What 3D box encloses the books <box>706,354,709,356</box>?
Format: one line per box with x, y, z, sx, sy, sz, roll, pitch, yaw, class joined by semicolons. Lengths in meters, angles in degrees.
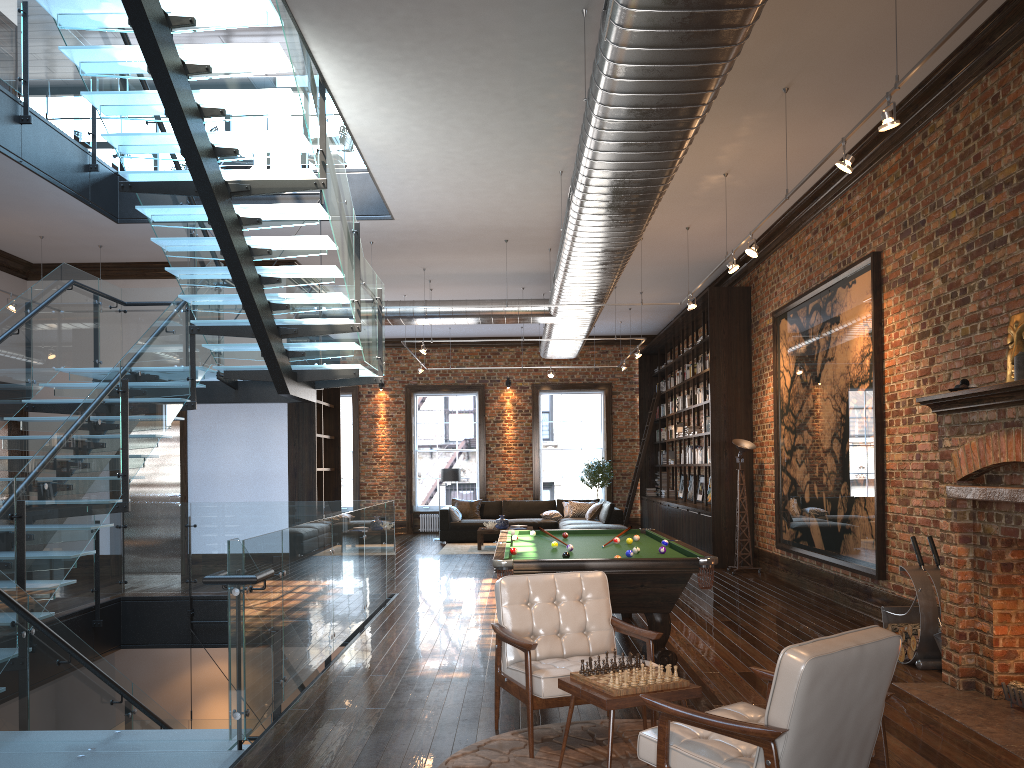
3.332;-0.336;14.906;0.133;0.321;0.009;-1;-1;0;books

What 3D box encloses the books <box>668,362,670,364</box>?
3.324;-0.426;18.435;0.205;0.024;0.249;-1;-5;4;books

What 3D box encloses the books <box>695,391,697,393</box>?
3.307;0.260;15.609;0.179;0.274;0.098;-1;-1;0;books

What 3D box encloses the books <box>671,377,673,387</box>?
3.332;-0.005;18.051;0.178;0.254;0.036;-1;-1;0;books

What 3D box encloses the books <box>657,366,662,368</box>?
3.336;-0.373;19.776;0.189;0.008;0.345;-1;-5;5;books

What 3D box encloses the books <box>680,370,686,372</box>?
3.317;-0.118;17.037;0.176;0.288;0.030;-1;-1;0;books

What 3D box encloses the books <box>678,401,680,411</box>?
3.329;0.443;17.237;0.182;0.217;0.034;-1;-1;0;books

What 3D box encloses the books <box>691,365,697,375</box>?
3.306;-0.212;15.855;0.191;0.254;0.062;-1;-1;0;books

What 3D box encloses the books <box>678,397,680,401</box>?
3.326;0.402;17.314;0.183;0.313;0.013;-1;-1;0;books

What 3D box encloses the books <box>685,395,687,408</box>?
3.311;0.341;16.509;0.190;0.284;0.013;-1;-1;0;books

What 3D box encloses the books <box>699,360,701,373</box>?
3.293;-0.278;15.173;0.185;0.258;0.032;-1;-1;0;books

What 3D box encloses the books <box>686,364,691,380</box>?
3.310;-0.197;16.399;0.186;0.328;0.069;-1;-1;0;books

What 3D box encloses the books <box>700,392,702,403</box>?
3.303;0.248;15.133;0.181;0.209;0.024;-1;-1;0;books

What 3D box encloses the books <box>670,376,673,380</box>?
3.322;-0.021;18.109;0.163;0.297;0.029;-1;-1;0;books

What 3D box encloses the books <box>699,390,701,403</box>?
3.316;0.239;15.351;0.166;0.268;0.011;-1;-1;0;books

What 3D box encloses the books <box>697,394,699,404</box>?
3.307;0.274;15.401;0.181;0.207;0.030;-1;-1;0;books

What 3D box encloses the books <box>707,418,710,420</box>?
3.319;0.691;14.690;0.158;0.245;0.013;-1;-1;0;books

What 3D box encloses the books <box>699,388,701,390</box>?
3.317;0.221;15.365;0.152;0.306;0.016;-1;-1;0;books

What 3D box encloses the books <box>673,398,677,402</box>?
3.328;0.448;17.812;0.171;0.314;0.014;-1;-1;0;books

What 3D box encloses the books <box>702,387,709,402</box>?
3.303;0.195;14.975;0.183;0.285;0.034;-1;-1;0;books

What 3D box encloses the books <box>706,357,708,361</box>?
3.298;-0.317;14.874;0.180;0.278;0.009;-1;-1;0;books

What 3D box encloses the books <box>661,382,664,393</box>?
3.305;0.087;19.014;0.235;0.252;0.028;-1;-1;0;books

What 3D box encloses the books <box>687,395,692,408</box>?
3.303;0.323;16.056;0.272;0.240;0.083;-1;-1;0;books

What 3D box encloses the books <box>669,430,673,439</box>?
3.317;1.026;18.006;0.236;0.202;0.046;-1;-1;0;books

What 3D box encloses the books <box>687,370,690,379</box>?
3.297;-0.152;16.221;0.193;0.202;0.027;-1;-1;0;books

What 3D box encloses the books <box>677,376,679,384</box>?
3.307;-0.054;17.238;0.187;0.200;0.030;-1;-1;0;books

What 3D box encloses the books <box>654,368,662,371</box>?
3.320;-0.323;19.775;0.230;0.015;0.313;0;-5;-3;books

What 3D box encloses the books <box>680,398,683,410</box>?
3.315;0.400;16.946;0.191;0.249;0.024;-1;-1;0;books

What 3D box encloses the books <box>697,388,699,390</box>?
3.329;0.236;15.621;0.143;0.323;0.116;-1;-1;0;books

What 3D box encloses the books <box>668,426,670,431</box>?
3.335;1.024;18.421;0.185;0.285;0.036;-1;-1;0;books

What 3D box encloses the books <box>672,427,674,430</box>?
3.342;0.999;18.050;0.177;0.263;0.042;-1;-1;0;books

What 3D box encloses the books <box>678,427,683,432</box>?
3.350;0.965;17.513;0.147;0.232;0.036;-1;-1;0;books

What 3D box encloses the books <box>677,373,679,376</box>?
3.315;-0.082;17.301;0.192;0.266;0.016;-1;-1;0;books

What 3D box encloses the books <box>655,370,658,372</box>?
3.330;-0.294;19.775;0.226;0.011;0.270;-1;-5;-1;books

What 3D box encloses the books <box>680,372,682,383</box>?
3.316;-0.105;16.983;0.185;0.253;0.030;-1;-1;0;books

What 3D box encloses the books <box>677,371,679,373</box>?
3.333;-0.094;17.432;0.166;0.315;0.016;-1;-1;0;books

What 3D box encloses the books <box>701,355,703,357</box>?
3.307;-0.327;15.034;0.183;0.329;0.008;-1;-1;0;books

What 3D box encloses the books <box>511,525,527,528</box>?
0.127;2.613;16.286;0.205;0.028;0.262;-4;-6;33;books

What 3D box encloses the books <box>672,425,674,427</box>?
3.345;0.990;18.084;0.169;0.289;0.026;-1;-1;0;books

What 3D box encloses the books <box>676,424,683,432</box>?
3.332;0.942;17.566;0.189;0.287;0.013;-1;-1;0;books

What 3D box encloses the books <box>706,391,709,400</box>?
3.315;0.222;14.867;0.182;0.218;0.051;-1;-1;0;books

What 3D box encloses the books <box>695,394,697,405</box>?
3.302;0.286;15.530;0.223;0.209;0.065;-1;-1;0;books

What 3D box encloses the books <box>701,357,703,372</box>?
3.290;-0.313;15.022;0.183;0.299;0.018;-1;-1;0;books

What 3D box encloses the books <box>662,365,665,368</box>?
3.316;-0.371;18.828;0.229;0.033;0.274;-1;-5;4;books

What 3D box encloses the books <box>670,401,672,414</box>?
3.336;0.499;18.167;0.174;0.282;0.113;-1;-1;0;books

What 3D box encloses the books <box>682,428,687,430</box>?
3.290;0.838;16.522;0.207;0.008;0.329;-1;-5;5;books

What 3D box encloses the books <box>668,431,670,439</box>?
3.332;1.065;18.385;0.192;0.195;0.034;-1;-1;0;books

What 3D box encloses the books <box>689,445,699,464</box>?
3.344;1.296;16.268;0.183;0.335;0.015;-1;-1;0;books

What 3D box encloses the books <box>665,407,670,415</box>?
3.331;0.588;18.721;0.185;0.210;0.069;-1;-1;0;books

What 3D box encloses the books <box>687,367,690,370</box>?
3.303;-0.183;16.254;0.180;0.270;0.011;-1;-1;0;books

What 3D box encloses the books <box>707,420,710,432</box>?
3.308;0.698;14.634;0.184;0.221;0.033;-1;-1;0;books

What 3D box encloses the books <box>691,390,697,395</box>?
3.327;0.279;16.117;0.155;0.334;0.014;-1;-1;0;books

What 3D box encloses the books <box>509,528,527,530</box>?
0.106;2.608;15.946;0.262;0.024;0.206;2;-6;-22;books

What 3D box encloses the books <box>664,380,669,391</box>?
3.319;0.053;18.801;0.190;0.279;0.017;-1;-1;0;books

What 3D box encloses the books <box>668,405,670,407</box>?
3.338;0.570;18.741;0.166;0.249;0.079;-1;-1;0;books

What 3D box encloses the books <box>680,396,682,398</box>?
3.328;0.389;17.117;0.175;0.302;0.067;-1;-1;0;books

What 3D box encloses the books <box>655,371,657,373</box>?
3.328;-0.282;19.775;0.213;0.014;0.358;0;-5;-3;books
